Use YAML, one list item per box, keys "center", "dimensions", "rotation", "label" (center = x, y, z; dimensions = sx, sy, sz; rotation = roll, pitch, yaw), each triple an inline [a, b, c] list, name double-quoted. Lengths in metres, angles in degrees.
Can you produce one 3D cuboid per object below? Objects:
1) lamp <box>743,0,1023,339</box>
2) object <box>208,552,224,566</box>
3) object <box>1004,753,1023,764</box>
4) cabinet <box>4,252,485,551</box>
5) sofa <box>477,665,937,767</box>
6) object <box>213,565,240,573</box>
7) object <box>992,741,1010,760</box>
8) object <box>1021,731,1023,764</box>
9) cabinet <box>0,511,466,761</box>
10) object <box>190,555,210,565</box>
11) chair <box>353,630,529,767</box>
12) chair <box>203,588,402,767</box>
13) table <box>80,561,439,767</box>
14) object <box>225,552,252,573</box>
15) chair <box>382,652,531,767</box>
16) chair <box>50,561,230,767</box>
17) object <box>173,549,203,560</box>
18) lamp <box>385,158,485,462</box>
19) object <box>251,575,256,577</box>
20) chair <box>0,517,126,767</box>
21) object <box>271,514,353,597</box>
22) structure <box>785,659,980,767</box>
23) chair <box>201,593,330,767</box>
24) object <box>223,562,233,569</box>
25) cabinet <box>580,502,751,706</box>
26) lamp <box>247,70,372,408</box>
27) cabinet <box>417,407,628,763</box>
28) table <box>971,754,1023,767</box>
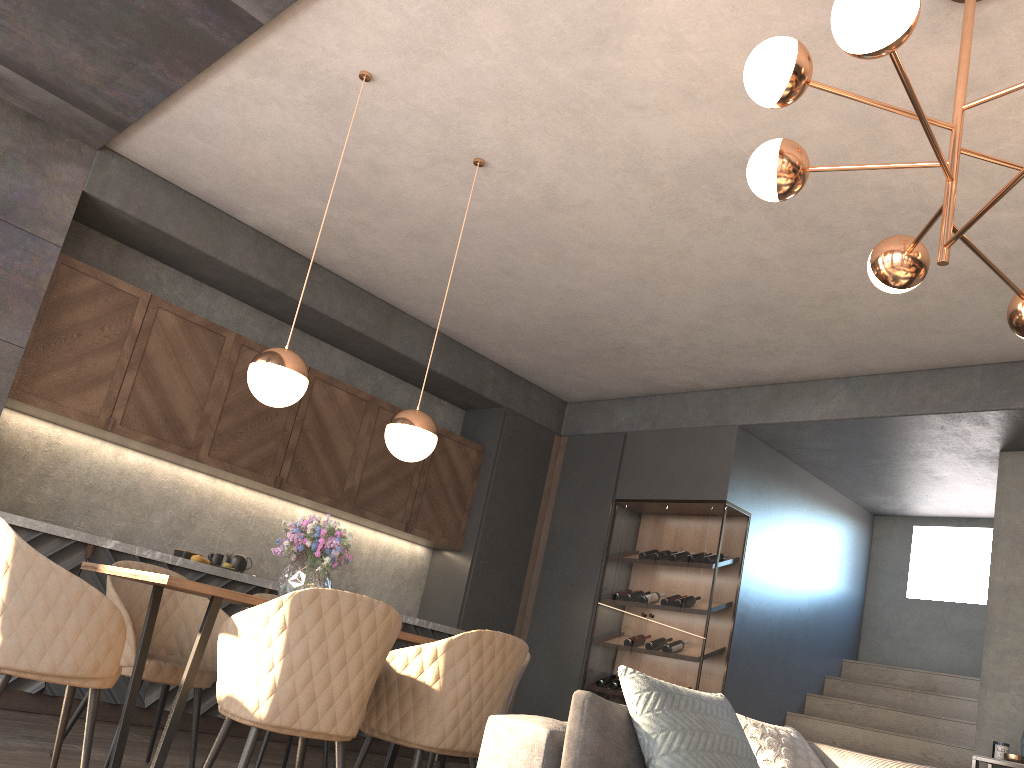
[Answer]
- center: [1.212, -0.827, 2.570]
  dimensions: [1.011, 1.016, 1.502]
  rotation: [6, -18, 23]
  label: "lamp"
- center: [-1.903, 1.135, 5.656]
  dimensions: [0.091, 0.101, 0.114]
  rotation: [15, -16, -10]
  label: "object"
- center: [2.815, 2.102, 4.956]
  dimensions: [0.099, 0.040, 0.101]
  rotation: [-5, -24, 44]
  label: "object"
- center: [-1.582, 0.299, 6.032]
  dimensions: [0.370, 0.847, 3.461]
  rotation: [-2, -23, 45]
  label: "cabinet"
- center: [1.559, 1.364, 2.154]
  dimensions: [2.919, 0.767, 2.064]
  rotation: [-6, -25, 45]
  label: "sofa"
- center: [-1.789, 1.163, 5.532]
  dimensions: [0.171, 0.020, 0.173]
  rotation: [18, -19, -16]
  label: "object"
- center: [2.807, 2.110, 5.074]
  dimensions: [0.084, 0.096, 0.086]
  rotation: [11, -16, 6]
  label: "object"
- center: [3.107, 1.950, 4.860]
  dimensions: [0.562, 0.382, 0.230]
  rotation: [-3, -21, 41]
  label: "object"
- center: [-1.813, 1.691, 5.602]
  dimensions: [0.602, 0.930, 3.461]
  rotation: [-3, -23, 45]
  label: "cabinet"
- center: [-1.915, 1.093, 5.447]
  dimensions: [0.071, 0.053, 0.308]
  rotation: [13, -18, -1]
  label: "object"
- center: [-0.298, 1.307, 3.273]
  dimensions: [0.510, 0.819, 0.567]
  rotation: [-1, -20, 40]
  label: "chair"
- center: [-0.713, 1.080, 2.865]
  dimensions: [0.564, 0.819, 0.513]
  rotation: [22, -18, -32]
  label: "chair"
- center: [-0.927, 1.263, 3.449]
  dimensions: [0.771, 0.753, 1.496]
  rotation: [-4, -24, 45]
  label: "table"
- center: [-1.793, 1.177, 5.760]
  dimensions: [0.152, 0.134, 0.139]
  rotation: [7, -17, 20]
  label: "object"
- center: [-0.275, 1.570, 4.046]
  dimensions: [0.519, 0.819, 0.557]
  rotation: [24, -19, -36]
  label: "chair"
- center: [-1.511, 1.185, 3.700]
  dimensions: [0.510, 0.819, 0.567]
  rotation: [-1, -20, 40]
  label: "chair"
- center: [-2.035, 1.083, 5.536]
  dimensions: [0.116, 0.066, 0.161]
  rotation: [2, -20, 31]
  label: "object"
- center: [-0.319, -0.372, 4.136]
  dimensions: [0.238, 1.512, 0.245]
  rotation: [7, -15, 23]
  label: "lamp"
- center: [-1.855, 1.146, 5.525]
  dimensions: [0.285, 0.039, 0.501]
  rotation: [-3, -24, 40]
  label: "object"
- center: [-1.548, 0.893, 2.850]
  dimensions: [0.519, 0.819, 0.557]
  rotation: [24, -19, -36]
  label: "chair"
- center: [-0.818, 0.723, 3.614]
  dimensions: [0.327, 0.400, 0.305]
  rotation: [8, -16, 17]
  label: "object"
- center: [2.605, 2.608, 6.200]
  dimensions: [1.511, 1.393, 2.305]
  rotation: [-4, -24, 45]
  label: "structure"
- center: [-1.052, 1.424, 4.115]
  dimensions: [0.511, 0.819, 0.566]
  rotation: [-3, -21, 45]
  label: "chair"
- center: [-1.785, 1.147, 5.536]
  dimensions: [0.122, 0.044, 0.117]
  rotation: [25, -22, -35]
  label: "object"
- center: [1.115, 1.683, 6.515]
  dimensions: [0.343, 1.551, 1.001]
  rotation: [25, -19, -40]
  label: "cabinet"
- center: [-0.797, -0.631, 3.673]
  dimensions: [0.243, 1.512, 0.240]
  rotation: [23, -17, -35]
  label: "lamp"
- center: [0.148, 1.674, 7.110]
  dimensions: [1.205, 2.697, 1.210]
  rotation: [-3, -21, 46]
  label: "cabinet"
- center: [3.032, 2.501, 4.653]
  dimensions: [1.104, 0.803, 0.305]
  rotation: [-5, -23, 46]
  label: "table"
